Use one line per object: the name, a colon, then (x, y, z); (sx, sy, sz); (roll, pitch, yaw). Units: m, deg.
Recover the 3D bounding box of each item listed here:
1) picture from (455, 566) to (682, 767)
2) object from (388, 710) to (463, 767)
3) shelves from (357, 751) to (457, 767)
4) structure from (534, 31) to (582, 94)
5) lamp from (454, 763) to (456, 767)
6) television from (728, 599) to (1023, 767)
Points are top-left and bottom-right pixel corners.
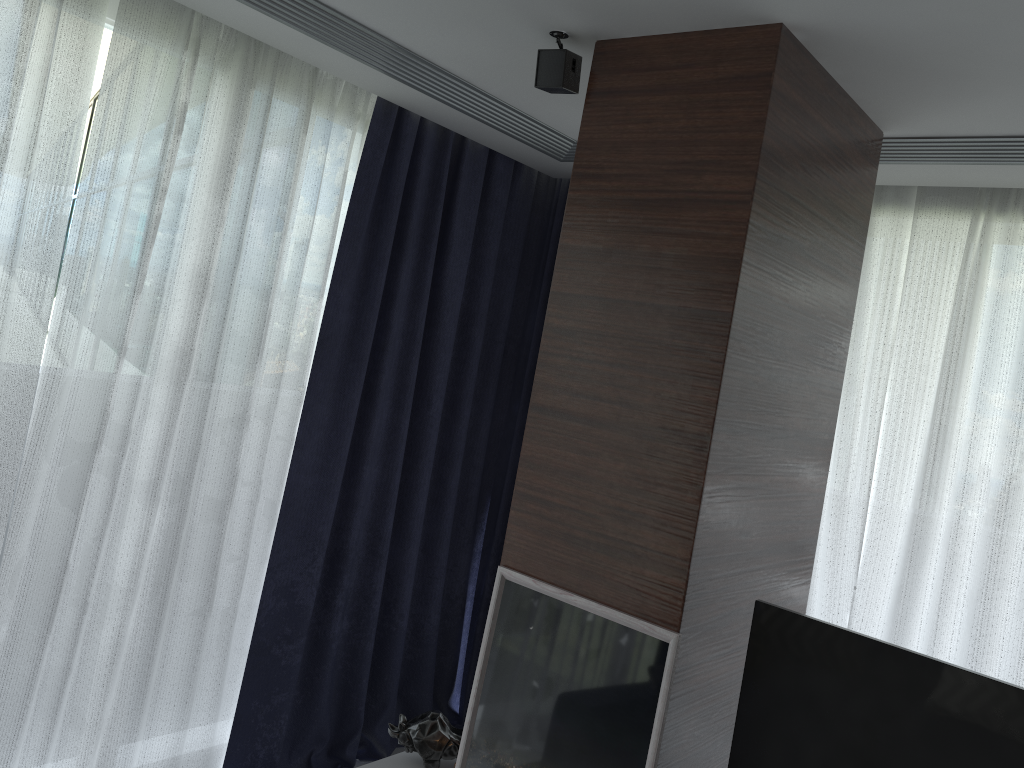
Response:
picture: (0.089, 0.833, 1.990); (0.503, 0.703, 0.052); (9, -3, 38)
object: (-0.211, 1.039, 2.590); (0.310, 0.151, 0.137); (10, -1, -4)
shelves: (0.607, 1.542, 1.966); (2.366, 0.501, 0.865); (12, 1, 38)
structure: (0.123, -0.825, 2.291); (0.085, 0.143, 0.113); (9, -2, 28)
lamp: (-0.116, 1.034, 2.329); (0.077, 0.212, 0.153); (11, -1, -4)
television: (0.954, 0.964, 1.553); (1.239, 0.789, 0.294); (11, -2, 38)
